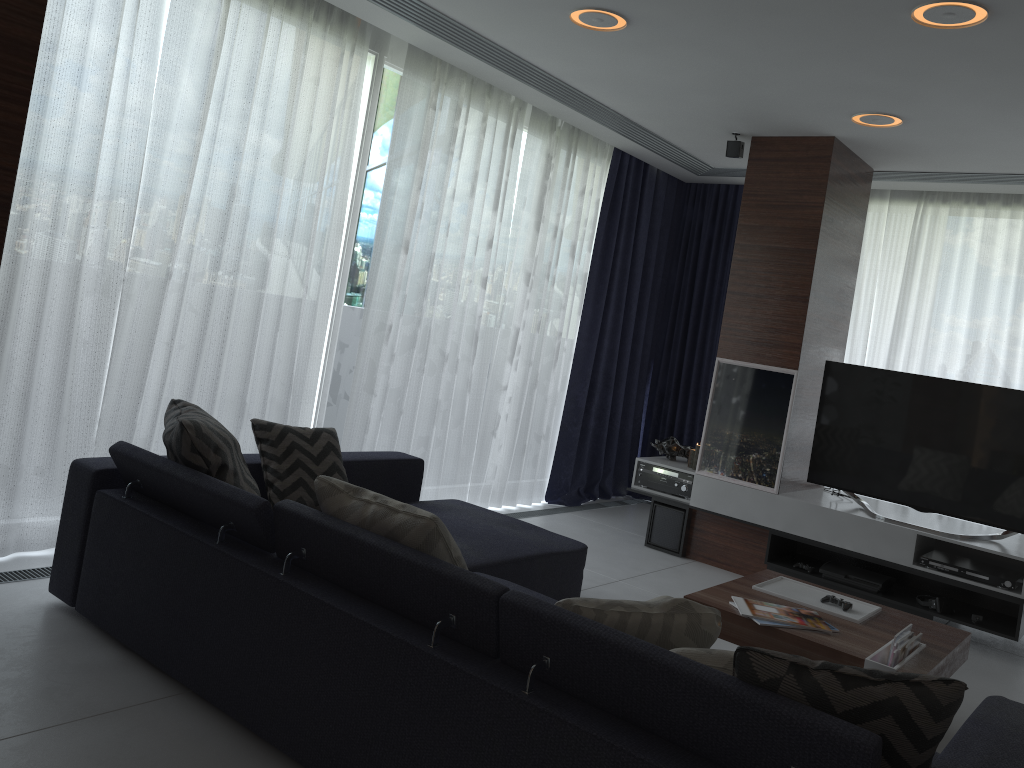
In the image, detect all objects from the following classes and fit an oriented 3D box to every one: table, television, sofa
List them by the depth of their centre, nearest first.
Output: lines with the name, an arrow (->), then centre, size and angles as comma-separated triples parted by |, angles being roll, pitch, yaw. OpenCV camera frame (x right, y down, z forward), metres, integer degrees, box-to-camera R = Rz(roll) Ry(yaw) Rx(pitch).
sofa -> 0.131, 0.734, 2.921 | 2.894, 0.608, 1.888 | 12, 4, 37
table -> 1.142, 1.008, 3.235 | 0.806, 0.352, 0.800 | 12, 4, 37
television -> 2.224, 0.358, 4.678 | 1.239, 0.787, 0.295 | 11, 1, 37

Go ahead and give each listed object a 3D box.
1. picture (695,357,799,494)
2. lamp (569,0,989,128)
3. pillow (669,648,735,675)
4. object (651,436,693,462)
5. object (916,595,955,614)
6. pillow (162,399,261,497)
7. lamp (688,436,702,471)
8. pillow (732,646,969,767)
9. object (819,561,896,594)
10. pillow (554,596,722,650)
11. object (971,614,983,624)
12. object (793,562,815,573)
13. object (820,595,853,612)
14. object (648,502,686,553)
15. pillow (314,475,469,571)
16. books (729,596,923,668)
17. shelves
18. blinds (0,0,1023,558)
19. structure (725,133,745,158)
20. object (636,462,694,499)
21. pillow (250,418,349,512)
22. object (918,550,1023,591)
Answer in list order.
picture -> 1.352, 0.228, 5.101 | 0.504, 0.701, 0.052 | 10, -1, 37
lamp -> 3.873, -0.775, 1.215 | 9.638, 0.084, 5.324 | 11, 4, 24
pillow -> 0.491, 0.697, 1.943 | 0.416, 0.294, 0.330 | 9, 2, 0
object -> 1.049, 0.418, 5.707 | 0.310, 0.150, 0.137 | 9, 1, -5
object -> 2.138, 1.097, 4.480 | 0.116, 0.079, 0.185 | 8, 3, -23
pillow -> -1.041, 0.351, 3.036 | 0.353, 0.518, 0.601 | 9, 2, -22
lamp -> 1.147, 0.421, 5.446 | 0.077, 0.211, 0.153 | 9, 1, -4
pillow -> 0.612, 0.695, 1.728 | 0.416, 0.386, 0.221 | 10, 0, 8
object -> 1.863, 1.036, 4.762 | 0.316, 0.067, 0.312 | 12, 5, 37
pillow -> 0.254, 0.640, 2.096 | 0.417, 0.351, 0.281 | 9, 1, -9
object -> 2.265, 1.146, 4.302 | 0.044, 0.043, 0.043 | 10, 2, 38
object -> 1.609, 1.005, 4.851 | 0.070, 0.036, 0.113 | 7, 4, -39
object -> 1.237, 0.827, 3.352 | 0.070, 0.036, 0.113 | 7, 4, -39
object -> 0.999, 0.870, 5.399 | 0.215, 0.251, 0.252 | 10, 1, 37
pillow -> -0.312, 0.491, 2.466 | 0.498, 0.388, 0.340 | 11, 2, 37
books -> 4.646, 1.586, 1.933 | 8.268, 0.373, 0.404 | 10, 2, 17
shelves -> 1.883, 0.925, 5.109 | 2.367, 0.499, 0.867 | 12, 4, 37
blinds -> 1.253, -0.176, 2.910 | 5.844, 2.773, 7.090 | 12, 4, 41
structure -> 1.352, -1.434, 5.344 | 0.085, 0.142, 0.114 | 9, 1, 27
object -> 1.031, 0.601, 5.543 | 0.372, 0.150, 0.366 | 12, 4, 37
pillow -> -0.832, 0.339, 3.565 | 0.288, 0.345, 0.412 | 10, 2, 42
object -> 2.316, 0.935, 4.449 | 0.433, 0.053, 0.333 | 12, 5, 37
